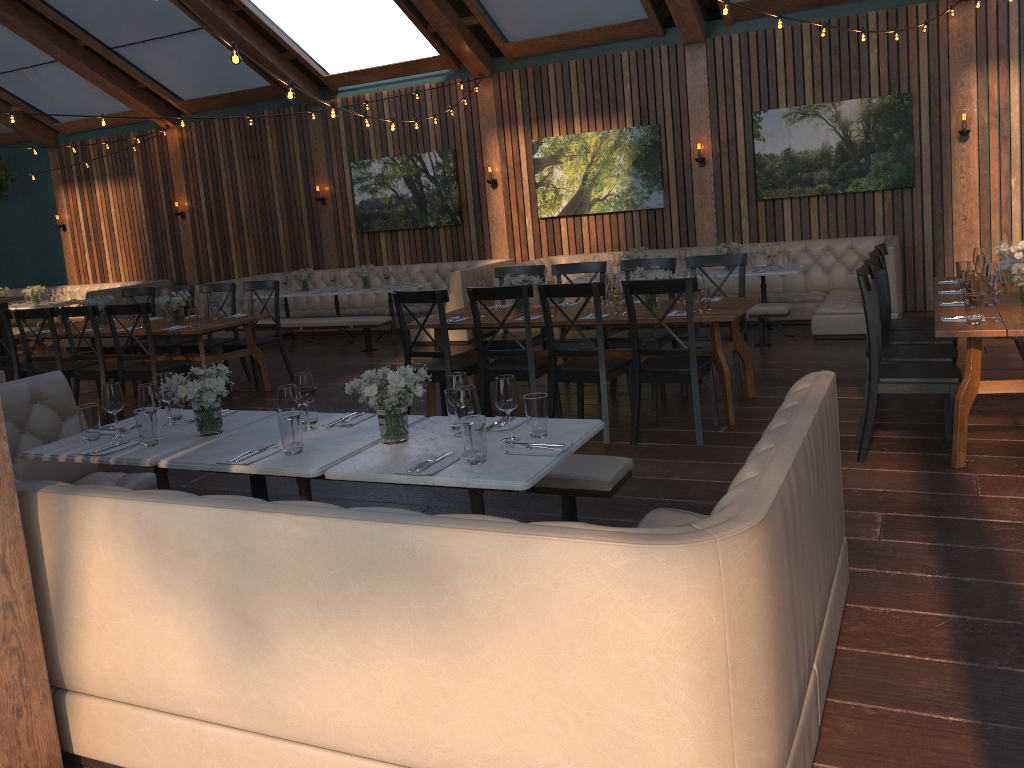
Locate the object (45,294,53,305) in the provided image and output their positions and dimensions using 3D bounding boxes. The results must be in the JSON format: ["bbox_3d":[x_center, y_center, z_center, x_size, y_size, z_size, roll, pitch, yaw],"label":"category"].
[{"bbox_3d":[-6.969,-1.267,13.333,0.092,0.157,0.093,-3,9,12],"label":"object"}]

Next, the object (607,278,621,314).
[{"bbox_3d":[0.714,-0.613,6.171,0.092,0.242,0.093,-8,9,-21],"label":"object"}]

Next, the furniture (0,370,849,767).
[{"bbox_3d":[-1.021,0.541,3.353,4.155,0.851,1.728,0,12,26],"label":"furniture"}]

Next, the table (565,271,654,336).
[{"bbox_3d":[1.109,-0.850,9.751,0.798,0.666,0.807,-1,11,25],"label":"table"}]

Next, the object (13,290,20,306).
[{"bbox_3d":[-7.714,-1.333,13.776,0.092,0.242,0.093,-8,9,-16],"label":"object"}]

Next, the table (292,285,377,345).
[{"bbox_3d":[-2.229,-0.873,11.354,0.798,0.666,0.807,0,11,26],"label":"table"}]

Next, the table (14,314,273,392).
[{"bbox_3d":[-3.531,-0.211,8.520,2.429,0.723,0.960,0,11,26],"label":"table"}]

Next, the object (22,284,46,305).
[{"bbox_3d":[-7.431,-1.391,13.775,0.337,0.306,0.331,-9,10,-21],"label":"object"}]

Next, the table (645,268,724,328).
[{"bbox_3d":[1.845,-0.844,9.398,0.798,0.666,0.807,0,11,26],"label":"table"}]

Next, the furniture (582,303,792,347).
[{"bbox_3d":[1.572,-0.564,8.817,2.327,0.395,0.316,0,11,26],"label":"furniture"}]

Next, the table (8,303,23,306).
[{"bbox_3d":[-8.428,-0.916,14.330,0.798,0.666,0.807,-1,11,25],"label":"table"}]

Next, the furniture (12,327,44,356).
[{"bbox_3d":[-7.975,-0.631,13.401,2.327,0.395,0.316,0,11,26],"label":"furniture"}]

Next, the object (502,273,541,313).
[{"bbox_3d":[0.061,-0.702,6.739,0.330,0.306,0.338,-11,11,-29],"label":"object"}]

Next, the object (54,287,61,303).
[{"bbox_3d":[-7.042,-1.382,13.720,0.092,0.242,0.093,-8,9,-16],"label":"object"}]

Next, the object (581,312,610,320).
[{"bbox_3d":[0.581,-0.473,6.105,0.157,0.019,0.258,0,13,26],"label":"object"}]

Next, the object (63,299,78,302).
[{"bbox_3d":[-6.890,-1.301,13.816,0.157,0.019,0.258,0,13,26],"label":"object"}]

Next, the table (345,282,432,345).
[{"bbox_3d":[-1.493,-0.868,11.001,0.798,0.666,0.807,-1,11,25],"label":"table"}]

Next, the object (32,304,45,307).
[{"bbox_3d":[-7.127,-1.189,13.368,0.157,0.019,0.258,0,13,26],"label":"object"}]

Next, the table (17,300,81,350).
[{"bbox_3d":[-6.957,-0.906,13.624,0.798,0.666,0.807,-1,11,25],"label":"table"}]

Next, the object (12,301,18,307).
[{"bbox_3d":[-7.688,-1.271,13.675,0.092,0.157,0.093,-3,9,12],"label":"object"}]

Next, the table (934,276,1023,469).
[{"bbox_3d":[3.098,-0.171,5.365,0.950,0.723,2.457,0,12,26],"label":"table"}]

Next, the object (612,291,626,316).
[{"bbox_3d":[0.739,-0.551,6.070,0.092,0.157,0.092,-12,11,-37],"label":"object"}]

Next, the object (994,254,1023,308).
[{"bbox_3d":[2.843,-0.574,4.868,0.338,0.306,0.330,-11,11,-31],"label":"object"}]

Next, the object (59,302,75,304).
[{"bbox_3d":[-6.763,-1.238,13.447,0.255,0.019,0.159,0,13,26],"label":"object"}]

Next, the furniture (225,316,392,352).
[{"bbox_3d":[-2.501,-0.593,10.773,2.327,0.395,0.316,0,11,26],"label":"furniture"}]

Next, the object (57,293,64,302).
[{"bbox_3d":[-7.060,-1.360,13.832,0.092,0.157,0.093,-3,9,12],"label":"object"}]

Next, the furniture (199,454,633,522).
[{"bbox_3d":[-0.553,0.531,4.350,2.327,0.395,0.316,0,11,26],"label":"furniture"}]

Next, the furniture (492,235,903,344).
[{"bbox_3d":[2.027,-1.033,9.775,4.155,0.851,1.728,0,12,26],"label":"furniture"}]

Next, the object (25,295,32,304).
[{"bbox_3d":[-7.736,-1.364,14.157,0.092,0.157,0.093,-3,9,12],"label":"object"}]

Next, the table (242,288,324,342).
[{"bbox_3d":[-2.964,-0.878,11.707,0.798,0.666,0.807,-1,11,25],"label":"table"}]

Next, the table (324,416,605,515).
[{"bbox_3d":[-0.122,0.553,3.364,0.798,0.666,0.807,-1,11,25],"label":"table"}]

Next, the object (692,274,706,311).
[{"bbox_3d":[1.258,-0.618,5.956,0.092,0.242,0.093,-8,9,-21],"label":"object"}]

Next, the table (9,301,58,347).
[{"bbox_3d":[-7.693,-0.911,13.977,0.798,0.666,0.807,0,11,26],"label":"table"}]

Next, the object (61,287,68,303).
[{"bbox_3d":[-6.856,-1.369,13.575,0.092,0.242,0.093,-8,9,-16],"label":"object"}]

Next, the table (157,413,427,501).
[{"bbox_3d":[-0.857,0.548,3.717,0.798,0.666,0.807,0,11,26],"label":"table"}]

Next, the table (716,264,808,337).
[{"bbox_3d":[2.580,-0.839,9.045,0.798,0.666,0.807,-1,11,25],"label":"table"}]

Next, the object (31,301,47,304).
[{"bbox_3d":[-7.566,-1.306,14.141,0.157,0.019,0.258,0,13,26],"label":"object"}]

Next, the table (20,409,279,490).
[{"bbox_3d":[-1.593,0.543,4.070,0.798,0.666,0.807,-1,11,25],"label":"table"}]

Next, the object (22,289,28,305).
[{"bbox_3d":[-7.719,-1.387,14.044,0.092,0.242,0.093,-8,9,-16],"label":"object"}]

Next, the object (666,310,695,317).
[{"bbox_3d":[1.125,-0.476,5.877,0.157,0.019,0.258,0,13,26],"label":"object"}]

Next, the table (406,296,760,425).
[{"bbox_3d":[0.536,-0.183,6.568,2.429,0.723,0.960,0,11,26],"label":"table"}]

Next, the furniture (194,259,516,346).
[{"bbox_3d":[-2.049,-1.061,11.733,4.155,0.851,1.728,0,12,26],"label":"furniture"}]

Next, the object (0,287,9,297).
[{"bbox_3d":[-8.187,-1.393,14.122,0.329,0.306,0.339,-7,10,-9],"label":"object"}]

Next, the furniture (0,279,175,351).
[{"bbox_3d":[-7.493,-1.099,14.346,4.155,0.851,1.728,0,12,26],"label":"furniture"}]

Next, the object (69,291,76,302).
[{"bbox_3d":[-6.746,-1.341,13.601,0.092,0.157,0.093,-3,9,12],"label":"object"}]

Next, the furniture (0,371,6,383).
[{"bbox_3d":[-5.106,0.513,5.314,4.155,0.851,1.728,0,12,26],"label":"furniture"}]

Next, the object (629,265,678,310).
[{"bbox_3d":[0.988,-0.684,6.239,0.336,0.306,0.332,-6,10,-7],"label":"object"}]

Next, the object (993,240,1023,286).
[{"bbox_3d":[3.306,-0.804,5.799,0.329,0.306,0.339,-7,10,-9],"label":"object"}]

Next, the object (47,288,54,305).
[{"bbox_3d":[-6.994,-1.328,13.434,0.092,0.242,0.093,-8,9,-16],"label":"object"}]
